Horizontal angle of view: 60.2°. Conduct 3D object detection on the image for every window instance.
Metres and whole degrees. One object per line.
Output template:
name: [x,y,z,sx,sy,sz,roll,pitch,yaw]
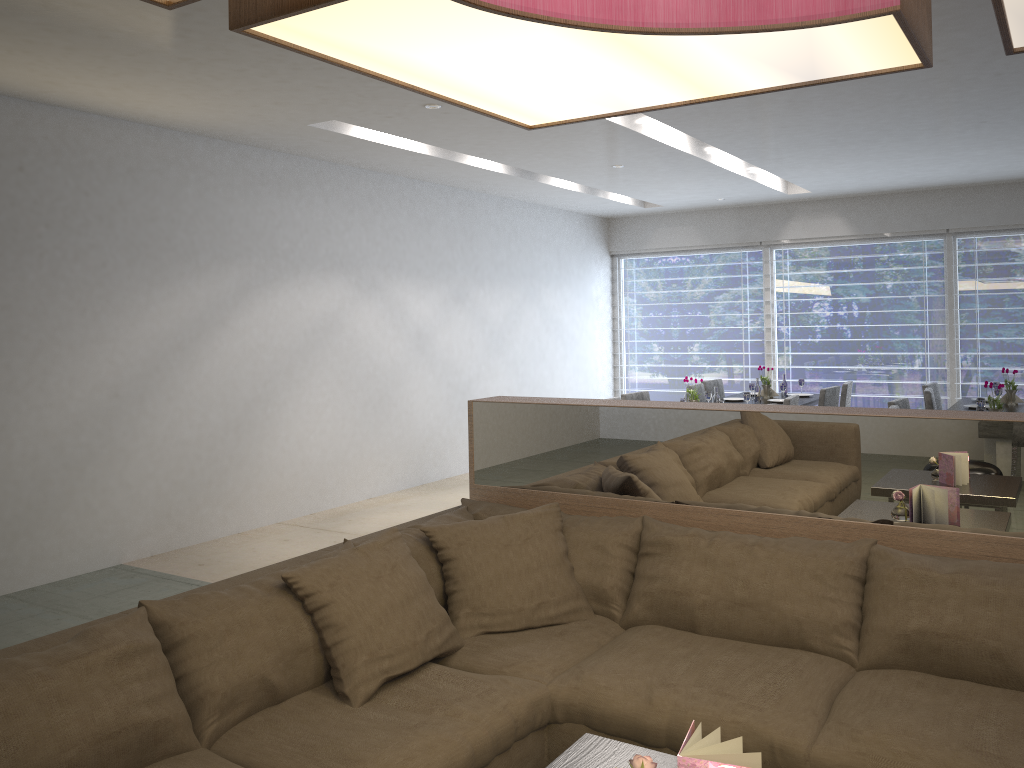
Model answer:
window: [4.226,-0.443,8.475,7.099,2.073,0.159,1,1,32]

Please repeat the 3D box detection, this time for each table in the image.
table: [3.671,0.473,6.453,0.777,0.634,1.191,0,3,32]
table: [0.265,0.988,1.458,0.657,0.412,0.659,1,3,32]
table: [2.156,0.438,7.415,0.777,0.634,1.191,0,3,32]

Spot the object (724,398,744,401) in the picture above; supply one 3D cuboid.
object: [1.826,0.129,7.269,0.216,0.015,0.217,0,4,10]

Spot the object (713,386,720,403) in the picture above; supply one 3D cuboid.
object: [1.435,0.117,6.206,0.052,0.201,0.052,-1,0,-15]

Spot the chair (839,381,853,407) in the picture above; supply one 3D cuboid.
chair: [2.603,0.363,7.456,0.492,0.762,0.477,-1,1,27]

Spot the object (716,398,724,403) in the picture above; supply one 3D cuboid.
object: [1.400,0.166,5.935,0.053,0.139,0.053,-1,0,-10]

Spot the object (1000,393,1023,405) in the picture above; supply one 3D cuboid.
object: [3.680,0.100,6.529,0.203,0.100,0.070,-1,1,2]

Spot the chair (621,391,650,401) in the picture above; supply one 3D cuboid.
chair: [1.121,0.451,6.588,0.492,0.762,0.477,-1,1,37]

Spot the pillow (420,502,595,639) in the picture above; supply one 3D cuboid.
pillow: [-0.012,0.577,2.722,0.503,0.356,0.297,-2,2,-25]

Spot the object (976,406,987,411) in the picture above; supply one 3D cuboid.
object: [2.688,0.199,5.061,0.053,0.139,0.053,-1,0,-10]

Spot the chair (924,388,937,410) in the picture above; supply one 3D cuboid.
chair: [3.269,0.422,6.399,0.492,0.762,0.477,-1,1,27]

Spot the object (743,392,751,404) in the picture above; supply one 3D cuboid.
object: [1.709,0.127,6.423,0.053,0.139,0.053,-1,0,-10]

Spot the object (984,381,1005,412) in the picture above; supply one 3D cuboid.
object: [2.834,0.119,5.191,0.104,0.276,0.155,-1,0,30]

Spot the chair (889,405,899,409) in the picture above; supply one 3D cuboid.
chair: [2.456,0.524,5.117,0.492,0.762,0.477,-1,1,27]

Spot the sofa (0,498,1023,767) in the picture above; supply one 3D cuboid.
sofa: [0.564,0.881,1.043,3.765,0.675,3.186,1,4,32]

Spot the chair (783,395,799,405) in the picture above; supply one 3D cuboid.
chair: [1.745,0.464,6.215,0.492,0.762,0.477,-1,1,27]

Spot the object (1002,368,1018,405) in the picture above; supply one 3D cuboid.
object: [3.648,0.016,6.473,0.104,0.276,0.155,-1,0,30]

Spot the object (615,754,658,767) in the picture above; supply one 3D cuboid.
object: [0.218,0.715,1.529,0.100,0.129,0.095,-1,1,16]

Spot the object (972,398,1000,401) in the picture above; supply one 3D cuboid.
object: [3.655,0.124,6.802,0.217,0.015,0.217,1,5,32]

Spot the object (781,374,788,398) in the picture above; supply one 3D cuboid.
object: [2.304,0.014,7.478,0.052,0.201,0.052,-1,0,-3]

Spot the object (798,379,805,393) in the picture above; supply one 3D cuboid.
object: [2.522,0.024,7.700,0.053,0.139,0.053,-1,0,-10]

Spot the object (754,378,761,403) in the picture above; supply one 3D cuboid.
object: [1.949,0.052,7.016,0.052,0.201,0.052,-1,0,-3]

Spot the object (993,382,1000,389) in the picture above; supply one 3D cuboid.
object: [3.782,0.053,6.899,0.053,0.139,0.053,-1,0,-10]

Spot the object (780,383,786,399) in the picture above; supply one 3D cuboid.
object: [2.212,0.063,7.212,0.053,0.139,0.053,-1,0,-10]

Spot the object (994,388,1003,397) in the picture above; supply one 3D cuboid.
object: [3.491,0.097,6.344,0.053,0.139,0.053,-1,0,-10]

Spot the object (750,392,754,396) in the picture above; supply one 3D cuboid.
object: [2.140,0.089,7.763,0.216,0.015,0.217,0,4,10]

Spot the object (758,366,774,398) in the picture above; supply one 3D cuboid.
object: [2.133,-0.019,7.434,0.104,0.276,0.155,-1,0,30]

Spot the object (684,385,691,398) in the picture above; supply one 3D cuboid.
object: [1.263,0.110,6.355,0.052,0.201,0.052,-1,0,-15]

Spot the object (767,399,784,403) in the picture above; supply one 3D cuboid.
object: [2.151,0.136,7.063,0.216,0.015,0.217,0,4,10]

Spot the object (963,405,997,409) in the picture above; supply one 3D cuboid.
object: [3.341,0.164,6.308,0.217,0.015,0.217,1,5,32]

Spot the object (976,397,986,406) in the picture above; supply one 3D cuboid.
object: [2.979,0.156,5.617,0.053,0.139,0.053,-1,0,-10]

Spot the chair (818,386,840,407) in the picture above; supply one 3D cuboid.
chair: [2.304,0.400,7.000,0.492,0.762,0.477,-1,1,37]

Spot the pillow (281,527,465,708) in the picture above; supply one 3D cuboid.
pillow: [-0.364,0.606,2.370,0.312,0.339,0.495,0,2,27]

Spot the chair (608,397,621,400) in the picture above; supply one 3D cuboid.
chair: [0.888,0.488,6.112,0.492,0.762,0.477,-1,1,27]

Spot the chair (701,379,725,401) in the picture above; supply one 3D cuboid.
chair: [1.988,0.350,7.837,0.492,0.762,0.477,-1,1,37]

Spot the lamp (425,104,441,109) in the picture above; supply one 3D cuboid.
lamp: [-0.433,-1.518,4.841,0.089,0.007,0.089,-2,4,-13]

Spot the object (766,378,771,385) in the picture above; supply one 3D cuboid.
object: [2.275,0.019,7.856,0.053,0.139,0.053,-1,0,-10]

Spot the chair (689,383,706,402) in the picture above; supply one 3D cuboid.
chair: [1.754,0.387,7.361,0.492,0.762,0.477,-1,1,27]

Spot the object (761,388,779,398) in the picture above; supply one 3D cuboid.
object: [2.165,0.065,7.490,0.203,0.100,0.070,-1,1,2]

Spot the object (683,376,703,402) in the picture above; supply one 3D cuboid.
object: [1.266,0.083,6.186,0.104,0.276,0.155,-1,0,30]

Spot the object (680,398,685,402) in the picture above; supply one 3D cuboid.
object: [1.171,0.164,6.023,0.053,0.139,0.053,-1,0,-10]

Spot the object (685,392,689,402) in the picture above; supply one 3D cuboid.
object: [1.136,0.155,5.735,0.052,0.201,0.052,-1,0,-15]

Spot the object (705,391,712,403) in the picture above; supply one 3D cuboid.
object: [1.463,0.121,6.579,0.053,0.139,0.053,-1,0,-10]

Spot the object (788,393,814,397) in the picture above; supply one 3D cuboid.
object: [2.465,0.097,7.557,0.216,0.015,0.217,0,4,10]

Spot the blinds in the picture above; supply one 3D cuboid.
blinds: [4.161,-0.463,8.392,7.094,2.043,0.045,1,1,32]

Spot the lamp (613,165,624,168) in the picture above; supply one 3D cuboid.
lamp: [0.820,-1.676,6.815,0.089,0.007,0.089,-2,4,-13]

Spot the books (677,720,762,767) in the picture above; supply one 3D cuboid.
books: [0.350,0.703,1.483,0.143,0.164,0.258,-1,3,-4]

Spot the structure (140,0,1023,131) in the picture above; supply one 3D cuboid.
structure: [0.415,-0.986,1.060,2.441,0.618,2.451,1,4,32]

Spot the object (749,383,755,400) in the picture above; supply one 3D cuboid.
object: [1.984,0.062,7.300,0.053,0.139,0.053,-1,0,-10]

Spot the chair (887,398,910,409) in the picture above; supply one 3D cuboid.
chair: [2.689,0.487,5.593,0.492,0.762,0.477,-1,1,37]

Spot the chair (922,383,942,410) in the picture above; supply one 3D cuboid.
chair: [3.503,0.385,6.875,0.492,0.762,0.477,-1,1,37]

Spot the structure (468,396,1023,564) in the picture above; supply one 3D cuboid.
structure: [1.490,0.597,2.489,3.772,1.008,0.224,1,1,32]
